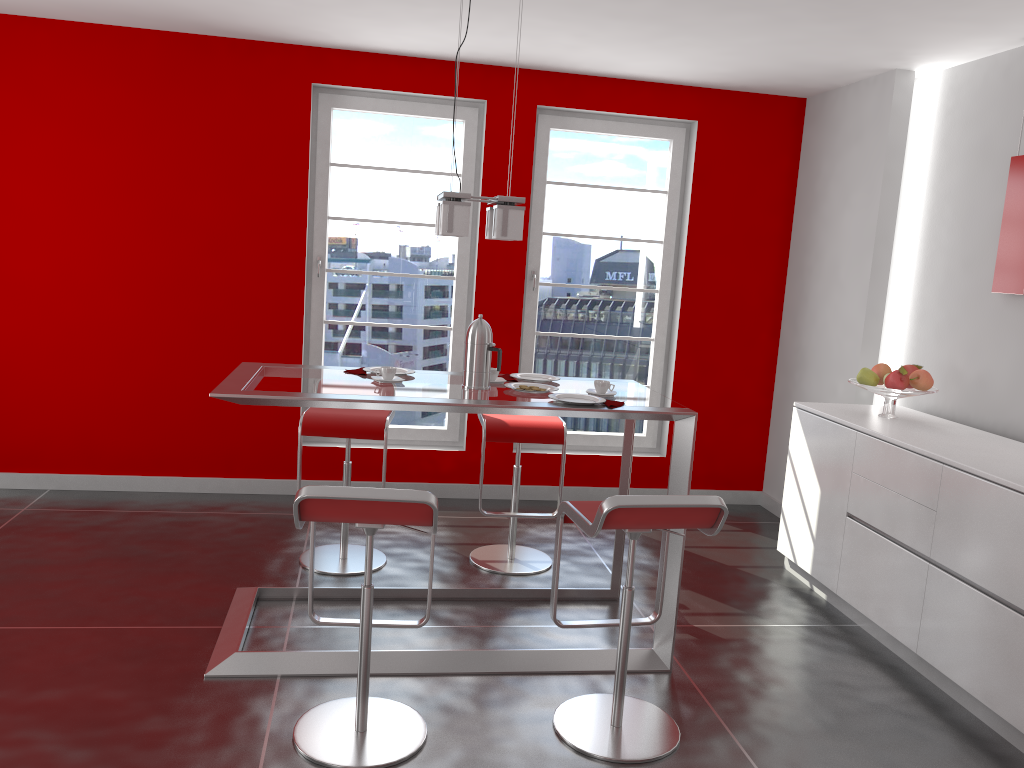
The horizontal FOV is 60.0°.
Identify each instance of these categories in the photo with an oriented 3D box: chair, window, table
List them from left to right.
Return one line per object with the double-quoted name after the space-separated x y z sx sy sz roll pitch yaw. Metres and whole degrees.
-0.790 0.429 4.266 0.418 0.857 0.460 4 8 -2 "chair"
-0.446 0.680 2.716 0.418 0.857 0.460 3 8 -5 "chair"
-0.730 -0.662 5.364 0.938 2.038 0.117 3 8 -10 "window"
-0.261 0.500 3.536 1.700 1.000 0.800 3 8 -10 "table"
0.021 0.462 4.424 0.418 0.857 0.460 3 8 -7 "chair"
0.551 -0.606 5.584 0.938 2.038 0.117 3 8 -10 "window"
0.378 0.717 2.852 0.418 0.857 0.460 2 9 -14 "chair"

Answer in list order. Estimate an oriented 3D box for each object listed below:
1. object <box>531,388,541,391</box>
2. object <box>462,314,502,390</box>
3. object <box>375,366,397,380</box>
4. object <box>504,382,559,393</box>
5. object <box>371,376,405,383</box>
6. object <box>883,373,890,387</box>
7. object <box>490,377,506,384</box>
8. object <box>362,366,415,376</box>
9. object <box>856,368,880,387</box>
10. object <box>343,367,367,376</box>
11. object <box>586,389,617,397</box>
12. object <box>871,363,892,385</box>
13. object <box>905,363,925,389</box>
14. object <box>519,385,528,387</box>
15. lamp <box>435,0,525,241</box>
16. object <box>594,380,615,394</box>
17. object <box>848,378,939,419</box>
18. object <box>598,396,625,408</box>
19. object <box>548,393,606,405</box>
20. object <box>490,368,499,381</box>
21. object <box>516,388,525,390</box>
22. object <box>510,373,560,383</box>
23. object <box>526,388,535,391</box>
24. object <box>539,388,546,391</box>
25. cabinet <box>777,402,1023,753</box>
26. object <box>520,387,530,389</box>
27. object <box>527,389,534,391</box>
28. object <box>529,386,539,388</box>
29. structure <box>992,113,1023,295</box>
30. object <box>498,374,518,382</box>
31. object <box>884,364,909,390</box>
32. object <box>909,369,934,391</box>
0.093 0.020 3.445 0.034 0.006 0.036 1 9 -21 "object"
-0.114 -0.127 3.435 0.149 0.287 0.113 4 8 -2 "object"
-0.488 -0.041 3.450 0.078 0.049 0.062 6 9 13 "object"
0.075 0.018 3.476 0.217 0.015 0.217 8 9 27 "object"
-0.483 -0.016 3.452 0.119 0.016 0.119 -1 10 -29 "object"
1.809 -0.012 4.211 0.086 0.079 0.084 7 9 18 "object"
-0.085 -0.014 3.624 0.119 0.016 0.119 2 9 -12 "object"
-0.508 -0.049 3.662 0.217 0.015 0.217 6 9 14 "object"
1.682 -0.032 4.186 0.100 0.086 0.083 11 11 39 "object"
-0.645 -0.054 3.642 0.095 0.012 0.234 2 8 -11 "object"
0.350 0.037 3.482 0.119 0.016 0.119 5 8 10 "object"
1.786 -0.048 4.289 0.096 0.105 0.117 7 9 19 "object"
1.895 -0.045 4.232 0.117 0.129 0.150 10 10 37 "object"
0.045 0.009 3.494 0.034 0.006 0.036 4 8 2 "object"
-0.098 -1.064 3.314 0.304 1.025 0.304 3 8 -10 "lamp"
0.359 0.014 3.480 0.078 0.049 0.062 2 8 -10 "object"
1.791 0.080 4.198 0.398 0.159 0.398 11 11 39 "object"
0.377 0.068 3.294 0.095 0.012 0.234 3 8 -10 "object"
0.240 0.059 3.276 0.217 0.015 0.217 8 9 26 "object"
-0.090 -0.039 3.624 0.078 0.049 0.062 9 10 30 "object"
0.032 0.020 3.457 0.034 0.006 0.036 6 9 11 "object"
0.098 -0.024 3.772 0.217 0.015 0.217 -2 10 -34 "object"
0.072 0.021 3.466 0.036 0.006 0.034 5 8 8 "object"
0.114 0.022 3.481 0.036 0.006 0.034 0 9 -26 "object"
1.848 0.676 3.745 0.610 0.880 1.802 3 8 -10 "cabinet"
0.052 0.015 3.453 0.036 0.006 0.034 6 9 14 "object"
0.068 0.026 3.429 0.036 0.006 0.034 2 8 -10 "object"
0.085 0.013 3.486 0.036 0.006 0.034 8 9 27 "object"
2.270 -0.701 3.579 0.040 1.503 0.820 3 8 -10 "structure"
-0.039 -0.028 3.752 0.095 0.012 0.234 2 8 -11 "object"
1.772 -0.031 4.093 0.097 0.133 0.117 1 9 -20 "object"
1.903 -0.018 4.107 0.121 0.101 0.097 -1 10 -31 "object"
